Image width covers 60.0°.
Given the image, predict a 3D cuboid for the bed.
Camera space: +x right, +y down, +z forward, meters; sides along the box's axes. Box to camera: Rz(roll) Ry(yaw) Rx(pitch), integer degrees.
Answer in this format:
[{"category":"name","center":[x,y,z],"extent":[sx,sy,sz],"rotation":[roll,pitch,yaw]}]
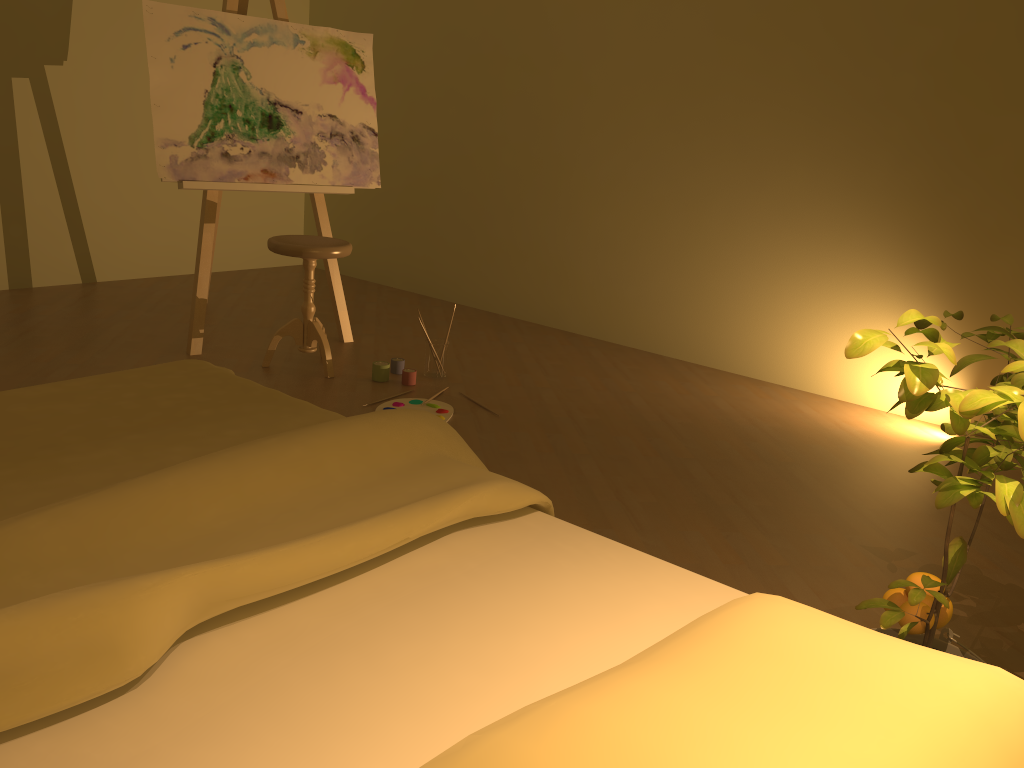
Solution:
[{"category":"bed","center":[-0.292,0.257,1.357],"extent":[2.378,0.894,1.286],"rotation":[17,20,34]}]

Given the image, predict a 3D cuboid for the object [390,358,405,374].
[{"category":"object","center":[-0.504,-0.079,3.903],"extent":[0.060,0.060,0.060],"rotation":[11,17,20]}]

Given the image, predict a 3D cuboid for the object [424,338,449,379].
[{"category":"object","center":[-0.333,-0.110,3.893],"extent":[0.106,0.157,0.106],"rotation":[8,16,7]}]

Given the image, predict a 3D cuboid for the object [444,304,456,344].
[{"category":"object","center":[-0.290,-0.194,3.901],"extent":[0.069,0.319,0.010],"rotation":[-3,18,-26]}]

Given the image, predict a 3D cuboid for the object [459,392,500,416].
[{"category":"object","center":[-0.135,0.079,3.579],"extent":[0.010,0.010,0.325],"rotation":[-5,20,-33]}]

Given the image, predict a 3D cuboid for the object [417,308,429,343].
[{"category":"object","center":[-0.363,-0.182,3.889],"extent":[0.159,0.286,0.010],"rotation":[15,19,29]}]

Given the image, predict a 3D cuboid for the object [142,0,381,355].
[{"category":"object","center":[-1.287,-1.097,4.053],"extent":[1.132,1.896,0.972],"rotation":[11,17,18]}]

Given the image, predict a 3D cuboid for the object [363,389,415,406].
[{"category":"object","center":[-0.490,0.054,3.546],"extent":[0.010,0.010,0.325],"rotation":[15,19,29]}]

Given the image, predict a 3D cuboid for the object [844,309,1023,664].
[{"category":"object","center":[0.769,0.269,1.568],"extent":[0.372,0.944,0.828],"rotation":[14,19,28]}]

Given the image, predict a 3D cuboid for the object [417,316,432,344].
[{"category":"object","center":[-0.347,-0.164,3.845],"extent":[0.172,0.278,0.010],"rotation":[-9,22,-40]}]

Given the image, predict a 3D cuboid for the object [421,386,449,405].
[{"category":"object","center":[-0.311,0.046,3.622],"extent":[0.010,0.015,0.325],"rotation":[9,17,13]}]

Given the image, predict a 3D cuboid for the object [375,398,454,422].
[{"category":"object","center":[-0.377,0.106,3.400],"extent":[0.288,0.014,0.366],"rotation":[8,16,7]}]

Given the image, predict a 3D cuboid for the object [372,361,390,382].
[{"category":"object","center":[-0.558,-0.053,3.771],"extent":[0.073,0.073,0.073],"rotation":[19,21,38]}]

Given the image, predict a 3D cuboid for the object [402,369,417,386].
[{"category":"object","center":[-0.436,-0.028,3.754],"extent":[0.060,0.060,0.060],"rotation":[11,17,17]}]

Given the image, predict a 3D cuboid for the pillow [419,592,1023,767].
[{"category":"pillow","center":[0.255,0.413,0.954],"extent":[0.801,0.213,0.482],"rotation":[-10,22,-42]}]

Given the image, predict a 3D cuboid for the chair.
[{"category":"chair","center":[-0.866,-0.336,3.785],"extent":[0.348,0.551,0.364],"rotation":[-9,22,-41]}]
